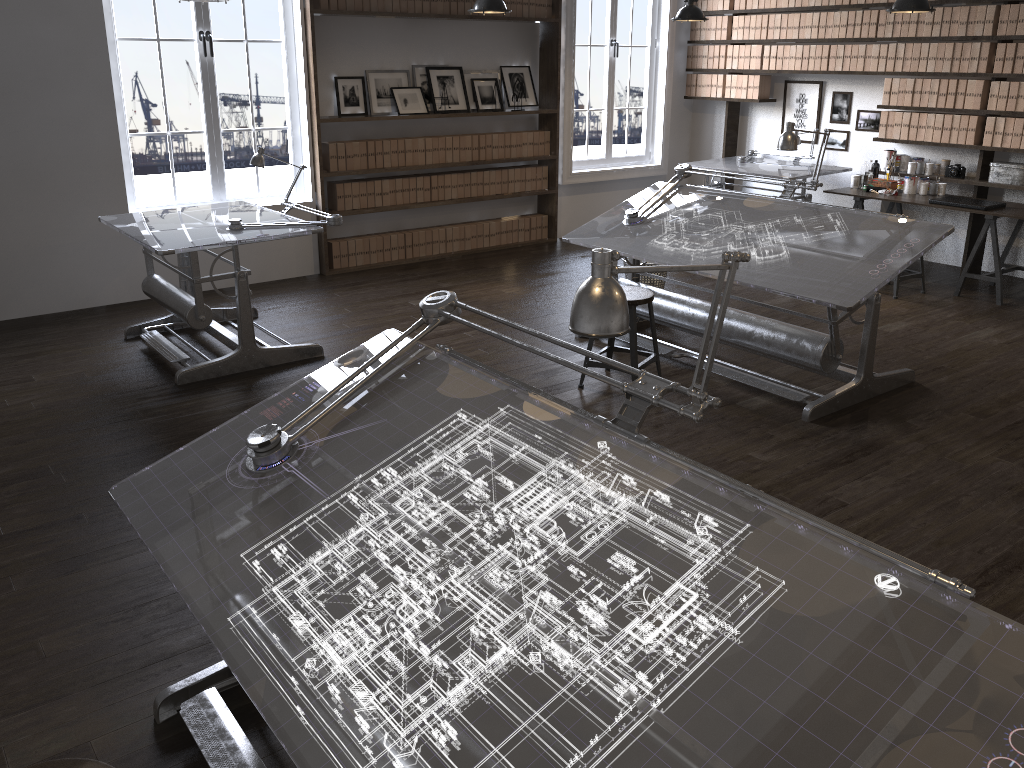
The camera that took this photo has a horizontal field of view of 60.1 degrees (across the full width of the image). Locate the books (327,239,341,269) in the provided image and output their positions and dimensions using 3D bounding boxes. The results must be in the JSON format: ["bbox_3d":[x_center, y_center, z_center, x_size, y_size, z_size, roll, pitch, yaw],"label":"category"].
[{"bbox_3d":[-1.515,-1.094,7.448,0.067,0.222,0.176,-13,23,-35],"label":"books"}]

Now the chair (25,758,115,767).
[{"bbox_3d":[-0.779,0.969,1.508,0.360,0.520,0.376,11,21,29],"label":"chair"}]

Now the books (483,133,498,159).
[{"bbox_3d":[-0.202,-2.188,8.145,0.067,0.222,0.176,-13,23,-35],"label":"books"}]

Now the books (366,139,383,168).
[{"bbox_3d":[-1.159,-1.940,7.460,0.067,0.222,0.176,-13,23,-35],"label":"books"}]

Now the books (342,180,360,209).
[{"bbox_3d":[-1.347,-1.588,7.419,0.067,0.222,0.176,-13,23,-35],"label":"books"}]

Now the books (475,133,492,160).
[{"bbox_3d":[-0.261,-2.174,8.108,0.067,0.222,0.176,-13,23,-35],"label":"books"}]

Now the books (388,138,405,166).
[{"bbox_3d":[-0.989,-1.984,7.582,0.067,0.222,0.176,-13,23,-35],"label":"books"}]

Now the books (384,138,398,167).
[{"bbox_3d":[-1.046,-1.969,7.541,0.067,0.222,0.176,-13,23,-35],"label":"books"}]

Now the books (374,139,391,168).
[{"bbox_3d":[-1.100,-1.953,7.497,0.067,0.222,0.176,-13,23,-35],"label":"books"}]

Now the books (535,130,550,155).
[{"bbox_3d":[0.287,-2.314,8.495,0.067,0.222,0.176,-13,23,-35],"label":"books"}]

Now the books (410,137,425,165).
[{"bbox_3d":[-0.830,-2.024,7.693,0.067,0.222,0.176,-13,23,-35],"label":"books"}]

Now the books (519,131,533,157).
[{"bbox_3d":[0.122,-2.272,8.378,0.067,0.222,0.176,-13,23,-35],"label":"books"}]

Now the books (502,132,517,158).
[{"bbox_3d":[-0.034,-2.231,8.264,0.067,0.222,0.176,-13,23,-35],"label":"books"}]

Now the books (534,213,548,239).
[{"bbox_3d":[0.273,-1.559,8.735,0.067,0.222,0.176,-13,23,-35],"label":"books"}]

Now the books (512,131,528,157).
[{"bbox_3d":[0.068,-2.258,8.341,0.067,0.222,0.176,-13,23,-35],"label":"books"}]

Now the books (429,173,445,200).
[{"bbox_3d":[-0.678,-1.764,7.905,0.067,0.222,0.176,-13,23,-35],"label":"books"}]

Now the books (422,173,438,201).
[{"bbox_3d":[-0.733,-1.747,7.858,0.067,0.222,0.176,-13,23,-35],"label":"books"}]

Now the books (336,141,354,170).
[{"bbox_3d":[-1.377,-1.880,7.295,0.067,0.222,0.176,-13,23,-35],"label":"books"}]

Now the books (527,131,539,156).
[{"bbox_3d":[0.176,-2.288,8.421,0.067,0.222,0.176,-13,23,-35],"label":"books"}]

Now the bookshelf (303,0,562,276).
[{"bbox_3d":[-0.662,-2.272,7.806,2.487,3.667,0.416,-13,22,-35],"label":"bookshelf"}]

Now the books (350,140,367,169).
[{"bbox_3d":[-1.278,-1.909,7.374,0.067,0.222,0.176,-13,23,-35],"label":"books"}]

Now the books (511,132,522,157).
[{"bbox_3d":[0.017,-2.246,8.306,0.067,0.222,0.176,-13,23,-35],"label":"books"}]

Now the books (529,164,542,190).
[{"bbox_3d":[0.209,-1.995,8.544,0.067,0.222,0.176,-13,23,-35],"label":"books"}]

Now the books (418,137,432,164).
[{"bbox_3d":[-0.771,-2.039,7.734,0.067,0.222,0.176,-13,23,-35],"label":"books"}]

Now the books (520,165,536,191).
[{"bbox_3d":[0.153,-1.980,8.503,0.067,0.222,0.176,-13,23,-35],"label":"books"}]

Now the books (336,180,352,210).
[{"bbox_3d":[-1.403,-1.572,7.374,0.067,0.222,0.176,-13,23,-35],"label":"books"}]

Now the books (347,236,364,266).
[{"bbox_3d":[-1.343,-1.137,7.568,0.067,0.222,0.176,-13,23,-35],"label":"books"}]

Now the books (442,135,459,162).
[{"bbox_3d":[-0.545,-2.097,7.895,0.067,0.222,0.176,-13,23,-35],"label":"books"}]

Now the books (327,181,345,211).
[{"bbox_3d":[-1.461,-1.557,7.333,0.067,0.222,0.176,-13,23,-35],"label":"books"}]

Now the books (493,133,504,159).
[{"bbox_3d":[-0.148,-2.204,8.189,0.067,0.222,0.176,-13,23,-35],"label":"books"}]

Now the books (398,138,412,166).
[{"bbox_3d":[-0.932,-1.996,7.616,0.067,0.222,0.176,-13,23,-35],"label":"books"}]

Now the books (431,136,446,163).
[{"bbox_3d":[-0.663,-2.070,7.819,0.067,0.222,0.176,-13,23,-35],"label":"books"}]

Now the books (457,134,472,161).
[{"bbox_3d":[-0.439,-2.127,7.976,0.067,0.222,0.176,-13,23,-35],"label":"books"}]

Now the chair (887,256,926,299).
[{"bbox_3d":[2.946,-0.961,6.802,0.359,0.520,0.376,-10,21,-27],"label":"chair"}]

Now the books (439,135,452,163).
[{"bbox_3d":[-0.605,-2.083,7.856,0.067,0.222,0.176,-13,23,-35],"label":"books"}]

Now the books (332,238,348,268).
[{"bbox_3d":[-1.458,-1.108,7.487,0.067,0.222,0.176,-13,23,-35],"label":"books"}]

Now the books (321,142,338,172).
[{"bbox_3d":[-1.495,-1.851,7.214,0.067,0.222,0.176,-13,23,-35],"label":"books"}]

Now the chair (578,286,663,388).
[{"bbox_3d":[0.604,-0.241,4.814,0.360,0.520,0.376,11,21,29],"label":"chair"}]

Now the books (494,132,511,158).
[{"bbox_3d":[-0.091,-2.218,8.230,0.067,0.222,0.176,-13,23,-35],"label":"books"}]

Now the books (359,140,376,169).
[{"bbox_3d":[-1.216,-1.923,7.413,0.067,0.222,0.176,-13,23,-35],"label":"books"}]

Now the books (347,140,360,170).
[{"bbox_3d":[-1.329,-1.895,7.335,0.067,0.222,0.176,-13,23,-35],"label":"books"}]

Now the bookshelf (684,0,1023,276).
[{"bbox_3d":[4.704,-1.312,5.995,0.375,3.158,9.271,-13,24,-35],"label":"bookshelf"}]

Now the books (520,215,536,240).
[{"bbox_3d":[0.156,-1.527,8.646,0.067,0.222,0.176,-13,23,-35],"label":"books"}]

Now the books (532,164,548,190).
[{"bbox_3d":[0.268,-2.008,8.582,0.067,0.222,0.176,-13,23,-35],"label":"books"}]

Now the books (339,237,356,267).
[{"bbox_3d":[-1.400,-1.122,7.525,0.067,0.222,0.176,-13,23,-35],"label":"books"}]

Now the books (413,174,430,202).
[{"bbox_3d":[-0.797,-1.733,7.820,0.067,0.222,0.176,-13,23,-35],"label":"books"}]

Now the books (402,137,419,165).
[{"bbox_3d":[-0.881,-2.012,7.658,0.067,0.222,0.176,-13,23,-35],"label":"books"}]

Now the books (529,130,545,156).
[{"bbox_3d":[0.230,-2.303,8.463,0.067,0.222,0.176,-13,23,-35],"label":"books"}]

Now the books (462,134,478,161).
[{"bbox_3d":[-0.380,-2.143,8.022,0.067,0.222,0.176,-13,23,-35],"label":"books"}]

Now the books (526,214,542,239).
[{"bbox_3d":[0.212,-1.544,8.693,0.067,0.222,0.176,-13,23,-35],"label":"books"}]

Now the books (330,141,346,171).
[{"bbox_3d":[-1.435,-1.865,7.253,0.067,0.222,0.176,-13,23,-35],"label":"books"}]

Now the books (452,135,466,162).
[{"bbox_3d":[-0.487,-2.112,7.937,0.067,0.222,0.176,-13,23,-35],"label":"books"}]

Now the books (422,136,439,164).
[{"bbox_3d":[-0.717,-2.055,7.777,0.067,0.222,0.176,-13,23,-35],"label":"books"}]

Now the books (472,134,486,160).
[{"bbox_3d":[-0.318,-2.157,8.060,0.067,0.222,0.176,-13,23,-35],"label":"books"}]
